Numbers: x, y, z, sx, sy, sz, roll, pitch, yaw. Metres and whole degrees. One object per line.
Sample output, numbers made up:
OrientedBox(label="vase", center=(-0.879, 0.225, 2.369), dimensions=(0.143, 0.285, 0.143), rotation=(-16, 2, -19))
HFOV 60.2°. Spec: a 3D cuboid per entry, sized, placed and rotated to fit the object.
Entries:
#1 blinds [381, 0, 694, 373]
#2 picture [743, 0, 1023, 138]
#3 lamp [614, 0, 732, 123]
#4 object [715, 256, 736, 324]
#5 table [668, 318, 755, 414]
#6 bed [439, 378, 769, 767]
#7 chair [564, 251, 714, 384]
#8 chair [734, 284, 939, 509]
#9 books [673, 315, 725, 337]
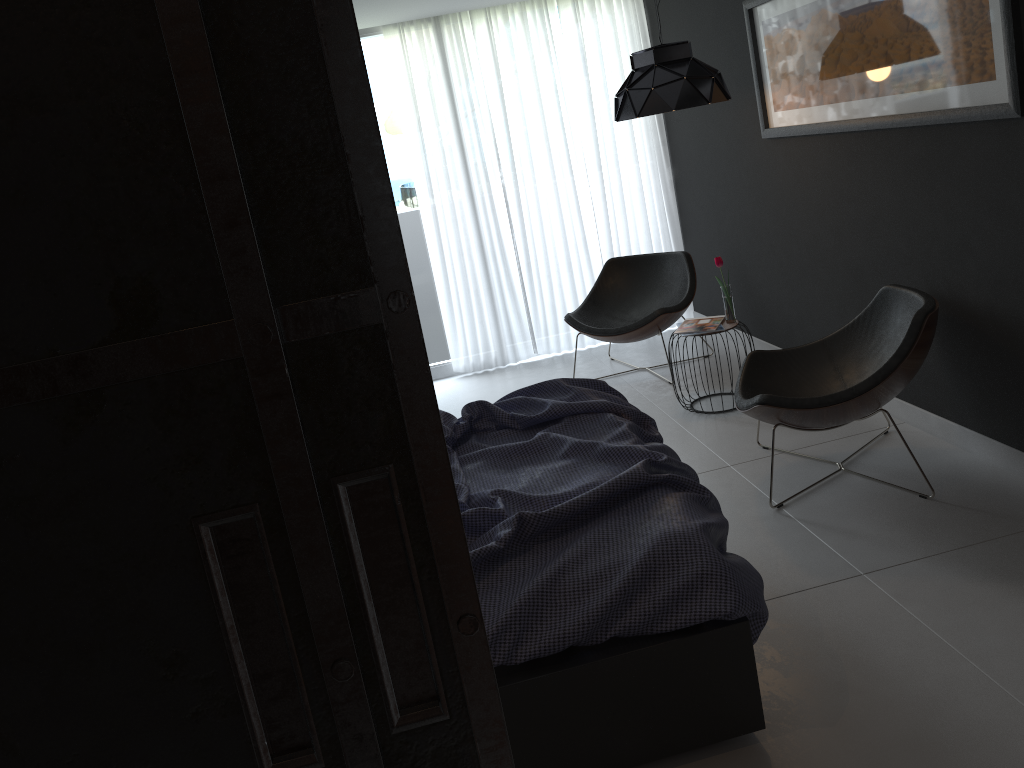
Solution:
OrientedBox(label="blinds", center=(0.228, -1.540, 6.257), dimensions=(1.857, 2.657, 0.138), rotation=(-13, 10, -7))
OrientedBox(label="picture", center=(1.454, -1.448, 3.778), dimensions=(0.041, 0.710, 1.979), rotation=(-12, 15, -6))
OrientedBox(label="lamp", center=(0.726, -1.808, 4.387), dimensions=(0.581, 0.889, 0.619), rotation=(-9, 12, 11))
OrientedBox(label="object", center=(1.112, -0.489, 4.613), dimensions=(0.066, 0.350, 0.078), rotation=(-6, 12, 25))
OrientedBox(label="table", center=(1.074, -0.100, 4.713), dimensions=(0.456, 0.429, 0.453), rotation=(-18, 15, -29))
OrientedBox(label="bed", center=(-0.774, -0.027, 2.695), dimensions=(2.613, 2.012, 2.596), rotation=(-13, 13, -7))
OrientedBox(label="chair", center=(0.789, -0.428, 5.629), dimensions=(0.788, 0.681, 0.830), rotation=(-2, 16, 35))
OrientedBox(label="chair", center=(1.324, 0.020, 3.608), dimensions=(0.811, 0.681, 0.806), rotation=(-8, 13, 14))
OrientedBox(label="books", center=(-2.285, 1.004, 2.862), dimensions=(8.326, 0.367, 0.408), rotation=(-19, 15, -28))
